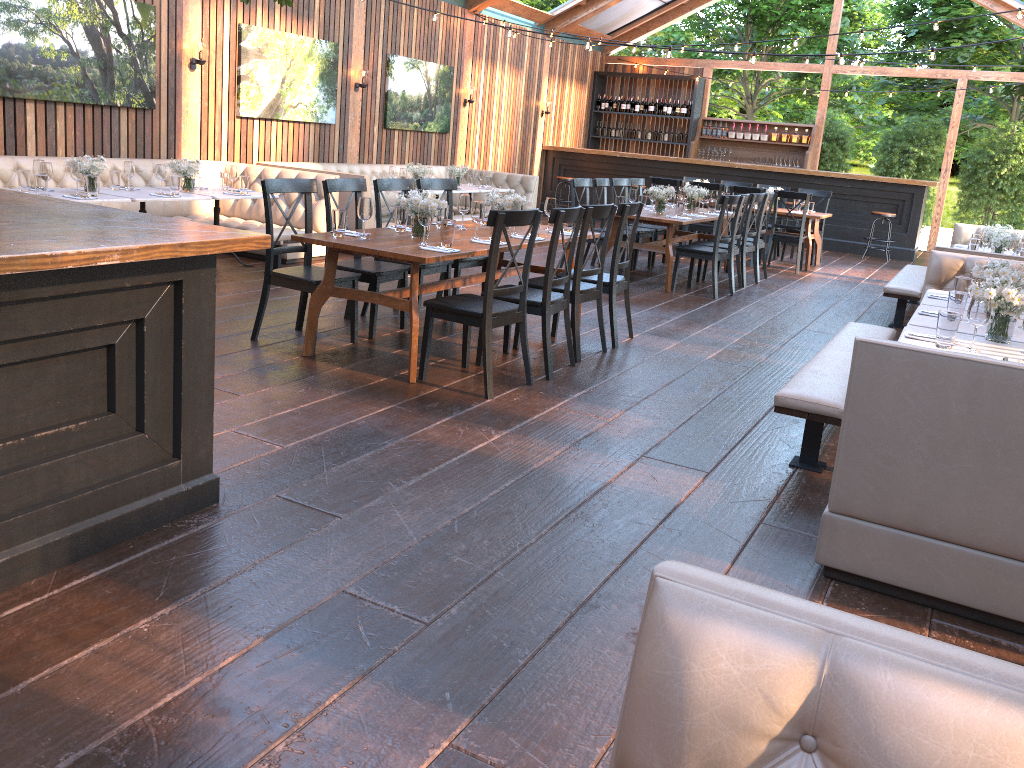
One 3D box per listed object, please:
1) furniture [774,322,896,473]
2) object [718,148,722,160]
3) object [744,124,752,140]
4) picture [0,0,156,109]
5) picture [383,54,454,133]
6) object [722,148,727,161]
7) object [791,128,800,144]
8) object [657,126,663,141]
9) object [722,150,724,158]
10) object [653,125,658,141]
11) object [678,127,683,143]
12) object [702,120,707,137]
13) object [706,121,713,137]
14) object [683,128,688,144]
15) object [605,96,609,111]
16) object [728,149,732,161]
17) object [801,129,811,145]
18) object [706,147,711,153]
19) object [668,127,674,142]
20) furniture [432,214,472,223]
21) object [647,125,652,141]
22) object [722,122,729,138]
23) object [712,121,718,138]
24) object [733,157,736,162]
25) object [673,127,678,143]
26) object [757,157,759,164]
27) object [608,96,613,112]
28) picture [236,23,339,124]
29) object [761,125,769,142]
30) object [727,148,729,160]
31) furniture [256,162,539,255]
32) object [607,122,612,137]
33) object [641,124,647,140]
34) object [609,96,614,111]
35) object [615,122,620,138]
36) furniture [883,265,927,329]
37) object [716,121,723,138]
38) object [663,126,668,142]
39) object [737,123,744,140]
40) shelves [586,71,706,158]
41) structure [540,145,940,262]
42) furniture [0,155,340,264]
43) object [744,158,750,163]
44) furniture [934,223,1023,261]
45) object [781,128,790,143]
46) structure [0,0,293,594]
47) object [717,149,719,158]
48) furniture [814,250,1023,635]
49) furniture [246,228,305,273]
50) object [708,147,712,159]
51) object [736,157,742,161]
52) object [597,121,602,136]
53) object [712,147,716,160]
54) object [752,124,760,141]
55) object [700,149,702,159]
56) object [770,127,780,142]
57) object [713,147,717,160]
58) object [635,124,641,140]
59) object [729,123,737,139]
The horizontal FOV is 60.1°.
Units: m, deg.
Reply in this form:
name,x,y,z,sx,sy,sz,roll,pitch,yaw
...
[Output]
name,x,y,z,sx,sy,sz,roll,pitch,yaw
furniture,1.848,0.015,4.953,0.314,0.393,2.351,12,17,26
object,4.084,-4.530,17.427,0.092,0.241,0.093,6,13,2
object,4.605,-4.897,17.196,0.139,0.306,0.139,13,15,31
picture,-3.944,-3.072,8.075,0.065,0.984,1.666,11,16,26
picture,-1.334,-4.194,12.889,0.065,0.984,1.666,11,16,26
object,4.168,-4.507,17.372,0.092,0.241,0.093,6,13,2
object,5.377,-4.700,16.787,0.177,0.284,0.110,11,14,22
object,2.977,-5.021,17.733,0.094,0.304,0.096,4,13,-8
object,4.189,-4.537,17.486,0.092,0.241,0.093,6,13,2
object,2.892,-5.052,17.816,0.094,0.304,0.095,-4,15,-35
object,3.351,-4.933,17.542,0.095,0.304,0.095,12,14,27
object,3.847,-5.086,17.611,0.094,0.314,0.095,12,14,27
object,3.925,-5.060,17.540,0.095,0.314,0.095,16,17,41
object,3.458,-4.920,17.527,0.094,0.304,0.095,-4,16,-36
object,1.955,-5.757,18.172,0.078,0.303,0.077,17,17,42
object,4.265,-4.486,17.332,0.092,0.241,0.093,6,13,2
object,5.557,-4.669,16.734,0.177,0.284,0.110,13,15,32
object,3.888,-4.575,17.526,0.092,0.241,0.093,-6,17,-42
object,3.188,-4.984,17.671,0.094,0.304,0.095,-6,17,-41
furniture,-0.402,-1.926,11.130,0.314,0.393,2.351,12,17,26
object,2.780,-5.070,17.847,0.095,0.304,0.095,11,14,24
object,4.202,-4.999,17.414,0.095,0.314,0.095,15,16,36
object,4.029,-5.045,17.521,0.094,0.314,0.095,10,13,22
object,4.386,-4.418,17.397,0.125,0.095,0.125,16,18,37
object,3.265,-4.957,17.600,0.095,0.304,0.095,10,14,23
object,4.799,-4.330,17.154,0.097,0.132,0.098,8,14,13
object,2.023,-5.737,18.114,0.077,0.305,0.078,6,12,5
picture,-2.627,-3.638,10.503,0.065,0.984,1.666,11,16,26
object,4.882,-4.837,17.069,0.139,0.306,0.139,13,15,31
object,4.280,-4.517,17.444,0.092,0.241,0.093,6,13,2
furniture,-1.353,-2.376,11.584,1.719,0.847,4.198,13,17,26
object,2.016,-5.264,18.292,0.094,0.304,0.095,-4,15,-35
object,2.683,-5.099,17.917,0.095,0.304,0.095,11,14,26
object,2.028,-5.778,18.255,0.136,0.311,0.138,3,13,-11
object,2.182,-5.229,18.221,0.094,0.304,0.095,3,13,-8
furniture,3.989,-0.900,8.880,0.314,0.393,2.351,12,17,26
object,4.101,-5.017,17.446,0.094,0.314,0.095,10,13,22
object,3.084,-5.004,17.707,0.094,0.304,0.095,3,13,-8
object,4.468,-4.931,17.272,0.139,0.306,0.139,12,14,26
shelves,2.644,-4.871,18.123,2.215,2.790,0.506,12,14,27
structure,3.708,-3.275,15.629,6.839,1.257,0.864,13,15,27
furniture,-3.496,-1.461,7.655,1.719,0.847,4.198,13,17,26
object,4.567,-4.353,17.225,0.124,0.095,0.125,9,15,15
furniture,4.960,-0.902,8.358,1.719,0.847,4.198,13,17,26
object,5.226,-4.748,16.909,0.177,0.284,0.110,13,15,32
structure,-1.969,-1.346,2.562,2.736,3.645,2.871,15,17,35
object,4.101,-4.555,17.525,0.092,0.241,0.093,-6,17,-42
furniture,2.812,0.015,4.419,1.719,0.847,4.198,13,17,26
furniture,-2.543,-1.012,7.203,0.314,0.393,2.351,12,17,26
object,3.921,-4.598,17.620,0.092,0.241,0.093,6,13,2
object,4.409,-4.372,17.244,0.125,0.095,0.125,16,18,37
object,1.828,-5.294,18.337,0.095,0.304,0.095,13,15,31
object,3.984,-4.550,17.469,0.092,0.241,0.093,-6,17,-42
object,4.734,-4.865,17.122,0.138,0.306,0.139,10,14,21
object,3.727,-4.556,17.517,0.070,0.183,0.070,13,15,31
object,5.045,-4.783,16.977,0.177,0.284,0.110,11,14,22
object,4.018,-4.581,17.588,0.092,0.241,0.093,-6,17,-42
object,2.562,-5.112,17.927,0.094,0.304,0.096,7,13,9
object,4.332,-4.964,17.346,0.139,0.306,0.139,13,15,31
